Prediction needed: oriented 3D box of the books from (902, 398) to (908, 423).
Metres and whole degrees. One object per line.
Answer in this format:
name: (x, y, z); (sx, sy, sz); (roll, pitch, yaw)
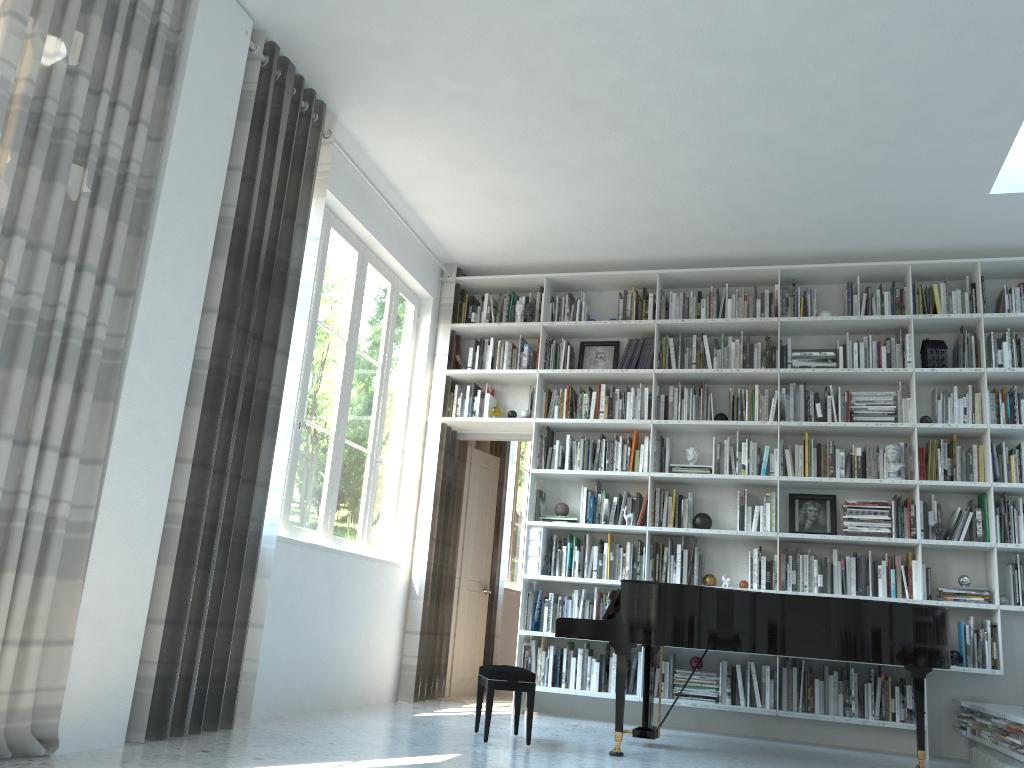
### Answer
books: (2.596, 0.213, 5.887); (0.029, 0.198, 0.172); (0, -16, 17)

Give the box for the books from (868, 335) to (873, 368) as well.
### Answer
books: (2.434, -0.176, 6.039); (0.023, 0.268, 0.185); (0, -16, 17)

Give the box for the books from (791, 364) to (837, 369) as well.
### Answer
books: (2.083, -0.109, 6.131); (0.285, 0.012, 0.160); (1, -16, 14)

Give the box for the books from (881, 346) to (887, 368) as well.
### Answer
books: (2.508, -0.138, 5.999); (0.029, 0.187, 0.176); (0, -16, 17)

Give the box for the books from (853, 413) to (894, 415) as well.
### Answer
books: (2.414, 0.221, 5.940); (0.254, 0.012, 0.161); (-1, -16, 18)

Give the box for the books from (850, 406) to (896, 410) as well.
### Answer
books: (2.417, 0.174, 5.950); (0.285, 0.012, 0.160); (-1, -16, 19)

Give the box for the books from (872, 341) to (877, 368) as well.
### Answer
books: (2.451, -0.156, 6.018); (0.023, 0.222, 0.191); (0, -16, 17)

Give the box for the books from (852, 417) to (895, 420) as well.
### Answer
books: (2.413, 0.245, 5.936); (0.254, 0.012, 0.161); (0, -16, 16)

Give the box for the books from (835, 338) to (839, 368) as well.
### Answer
books: (2.236, -0.168, 6.096); (0.012, 0.253, 0.161); (0, -16, 17)

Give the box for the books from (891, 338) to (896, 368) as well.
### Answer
books: (2.573, -0.169, 6.005); (0.029, 0.260, 0.133); (0, -15, 17)

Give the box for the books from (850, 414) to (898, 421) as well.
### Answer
books: (2.413, 0.232, 5.935); (0.285, 0.012, 0.160); (1, -16, 14)

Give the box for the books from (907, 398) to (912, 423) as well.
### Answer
books: (2.627, 0.212, 5.885); (0.030, 0.204, 0.159); (0, -16, 17)

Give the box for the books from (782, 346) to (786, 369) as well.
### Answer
books: (1.893, -0.145, 6.183); (0.027, 0.201, 0.168); (0, -16, 17)

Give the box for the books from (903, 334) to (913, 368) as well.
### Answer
books: (2.633, -0.177, 5.914); (0.037, 0.236, 0.273); (0, -16, 17)

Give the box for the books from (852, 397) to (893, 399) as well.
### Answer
books: (2.423, 0.114, 5.968); (0.254, 0.012, 0.161); (-1, -16, 18)

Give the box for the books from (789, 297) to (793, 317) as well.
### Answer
books: (1.971, -0.493, 6.268); (0.026, 0.194, 0.167); (0, -16, 17)

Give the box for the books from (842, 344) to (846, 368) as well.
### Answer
books: (2.283, -0.147, 6.103); (0.024, 0.223, 0.129); (0, -15, 17)

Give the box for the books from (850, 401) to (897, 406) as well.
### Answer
books: (2.421, 0.140, 5.964); (0.285, 0.012, 0.160); (0, -16, 16)

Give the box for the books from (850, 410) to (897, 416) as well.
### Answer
books: (2.417, 0.198, 5.949); (0.285, 0.012, 0.160); (0, -16, 17)

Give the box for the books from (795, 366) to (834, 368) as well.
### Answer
books: (2.083, -0.097, 6.128); (0.254, 0.012, 0.161); (1, -16, 14)

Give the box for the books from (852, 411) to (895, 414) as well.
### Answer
books: (2.415, 0.209, 5.943); (0.254, 0.012, 0.161); (1, -16, 15)

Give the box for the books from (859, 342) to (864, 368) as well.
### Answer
books: (2.380, -0.151, 6.049); (0.028, 0.218, 0.184); (0, -16, 17)

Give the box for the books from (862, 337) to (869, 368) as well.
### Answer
books: (2.415, -0.172, 6.066); (0.029, 0.272, 0.141); (0, -15, 17)

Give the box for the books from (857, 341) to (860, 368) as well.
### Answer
books: (2.364, -0.161, 6.067); (0.012, 0.243, 0.132); (0, -15, 17)

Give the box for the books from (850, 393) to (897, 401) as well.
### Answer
books: (2.423, 0.089, 5.968); (0.285, 0.012, 0.160); (1, -16, 12)

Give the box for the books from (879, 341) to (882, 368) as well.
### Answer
books: (2.491, -0.158, 6.014); (0.012, 0.230, 0.159); (0, -16, 17)

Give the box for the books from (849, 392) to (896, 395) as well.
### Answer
books: (2.426, 0.080, 5.978); (0.285, 0.012, 0.160); (-1, -16, 18)

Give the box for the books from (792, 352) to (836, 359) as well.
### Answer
books: (2.092, -0.184, 6.152); (0.285, 0.024, 0.160); (-1, -16, 18)

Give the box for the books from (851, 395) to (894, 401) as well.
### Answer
books: (2.425, 0.104, 5.976); (0.254, 0.012, 0.161); (0, -16, 17)

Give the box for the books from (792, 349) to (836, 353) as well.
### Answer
books: (2.095, -0.206, 6.163); (0.285, 0.024, 0.160); (0, -16, 17)

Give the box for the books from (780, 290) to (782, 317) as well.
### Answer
books: (1.912, -0.518, 6.307); (0.012, 0.253, 0.161); (0, -16, 17)

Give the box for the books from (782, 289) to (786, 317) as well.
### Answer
books: (1.924, -0.523, 6.283); (0.026, 0.252, 0.186); (0, -16, 17)

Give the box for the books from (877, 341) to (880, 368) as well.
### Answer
books: (2.482, -0.156, 6.023); (0.010, 0.229, 0.152); (0, -16, 17)

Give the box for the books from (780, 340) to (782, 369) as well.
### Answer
books: (1.882, -0.165, 6.214); (0.012, 0.253, 0.161); (0, -16, 17)

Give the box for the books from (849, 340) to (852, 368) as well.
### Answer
books: (2.309, -0.160, 6.072); (0.021, 0.237, 0.172); (0, -16, 17)

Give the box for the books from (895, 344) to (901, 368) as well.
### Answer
books: (2.594, -0.145, 5.976); (0.029, 0.202, 0.192); (0, -16, 17)

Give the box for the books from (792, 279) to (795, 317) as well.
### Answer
books: (1.999, -0.560, 6.293); (0.014, 0.340, 0.145); (0, -15, 17)

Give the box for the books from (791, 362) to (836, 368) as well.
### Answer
books: (2.085, -0.120, 6.136); (0.285, 0.012, 0.160); (1, -16, 15)

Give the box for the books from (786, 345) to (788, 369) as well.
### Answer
books: (1.917, -0.150, 6.192); (0.013, 0.217, 0.141); (0, -16, 17)

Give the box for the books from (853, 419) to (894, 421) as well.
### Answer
books: (2.413, 0.257, 5.935); (0.254, 0.012, 0.161); (0, -16, 17)

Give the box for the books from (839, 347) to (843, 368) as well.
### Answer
books: (2.250, -0.137, 6.078); (0.025, 0.187, 0.194); (0, -16, 17)

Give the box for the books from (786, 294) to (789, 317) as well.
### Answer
books: (1.952, -0.506, 6.290); (0.023, 0.227, 0.157); (0, -16, 17)

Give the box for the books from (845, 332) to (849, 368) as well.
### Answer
books: (2.291, -0.187, 6.068); (0.011, 0.283, 0.190); (0, -16, 17)

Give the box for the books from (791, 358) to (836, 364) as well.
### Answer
books: (2.086, -0.139, 6.133); (0.285, 0.024, 0.160); (-1, -16, 21)

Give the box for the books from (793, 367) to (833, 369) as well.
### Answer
books: (2.080, -0.087, 6.121); (0.254, 0.012, 0.161); (-1, -16, 21)

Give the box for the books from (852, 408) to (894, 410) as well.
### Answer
books: (2.417, 0.187, 5.952); (0.254, 0.012, 0.161); (0, -16, 17)

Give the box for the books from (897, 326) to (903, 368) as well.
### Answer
books: (2.622, -0.206, 5.995); (0.012, 0.333, 0.156); (0, -15, 17)

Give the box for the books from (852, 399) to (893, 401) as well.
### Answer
books: (2.420, 0.126, 5.959); (0.254, 0.012, 0.161); (-1, -16, 21)

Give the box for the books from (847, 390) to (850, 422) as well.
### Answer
books: (2.261, 0.184, 5.972); (0.013, 0.246, 0.177); (0, -16, 17)

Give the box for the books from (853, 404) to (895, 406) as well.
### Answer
books: (2.418, 0.162, 5.954); (0.254, 0.012, 0.161); (1, -16, 14)

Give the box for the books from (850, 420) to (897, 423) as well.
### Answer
books: (2.411, 0.268, 5.930); (0.285, 0.012, 0.160); (0, -16, 17)

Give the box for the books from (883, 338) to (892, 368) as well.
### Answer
books: (2.539, -0.167, 5.997); (0.032, 0.247, 0.174); (0, -16, 17)

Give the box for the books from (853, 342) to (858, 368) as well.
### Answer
books: (2.341, -0.151, 6.057); (0.027, 0.216, 0.190); (0, -16, 17)

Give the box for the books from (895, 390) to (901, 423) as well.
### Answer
books: (2.563, 0.183, 5.892); (0.012, 0.253, 0.161); (0, -16, 17)

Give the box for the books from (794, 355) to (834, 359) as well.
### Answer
books: (2.089, -0.161, 6.142); (0.254, 0.025, 0.161); (1, -16, 13)

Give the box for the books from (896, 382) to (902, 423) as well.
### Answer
books: (2.582, 0.156, 5.911); (0.012, 0.318, 0.140); (0, -15, 17)

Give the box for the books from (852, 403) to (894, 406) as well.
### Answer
books: (2.420, 0.151, 5.959); (0.254, 0.012, 0.161); (-1, -16, 18)
